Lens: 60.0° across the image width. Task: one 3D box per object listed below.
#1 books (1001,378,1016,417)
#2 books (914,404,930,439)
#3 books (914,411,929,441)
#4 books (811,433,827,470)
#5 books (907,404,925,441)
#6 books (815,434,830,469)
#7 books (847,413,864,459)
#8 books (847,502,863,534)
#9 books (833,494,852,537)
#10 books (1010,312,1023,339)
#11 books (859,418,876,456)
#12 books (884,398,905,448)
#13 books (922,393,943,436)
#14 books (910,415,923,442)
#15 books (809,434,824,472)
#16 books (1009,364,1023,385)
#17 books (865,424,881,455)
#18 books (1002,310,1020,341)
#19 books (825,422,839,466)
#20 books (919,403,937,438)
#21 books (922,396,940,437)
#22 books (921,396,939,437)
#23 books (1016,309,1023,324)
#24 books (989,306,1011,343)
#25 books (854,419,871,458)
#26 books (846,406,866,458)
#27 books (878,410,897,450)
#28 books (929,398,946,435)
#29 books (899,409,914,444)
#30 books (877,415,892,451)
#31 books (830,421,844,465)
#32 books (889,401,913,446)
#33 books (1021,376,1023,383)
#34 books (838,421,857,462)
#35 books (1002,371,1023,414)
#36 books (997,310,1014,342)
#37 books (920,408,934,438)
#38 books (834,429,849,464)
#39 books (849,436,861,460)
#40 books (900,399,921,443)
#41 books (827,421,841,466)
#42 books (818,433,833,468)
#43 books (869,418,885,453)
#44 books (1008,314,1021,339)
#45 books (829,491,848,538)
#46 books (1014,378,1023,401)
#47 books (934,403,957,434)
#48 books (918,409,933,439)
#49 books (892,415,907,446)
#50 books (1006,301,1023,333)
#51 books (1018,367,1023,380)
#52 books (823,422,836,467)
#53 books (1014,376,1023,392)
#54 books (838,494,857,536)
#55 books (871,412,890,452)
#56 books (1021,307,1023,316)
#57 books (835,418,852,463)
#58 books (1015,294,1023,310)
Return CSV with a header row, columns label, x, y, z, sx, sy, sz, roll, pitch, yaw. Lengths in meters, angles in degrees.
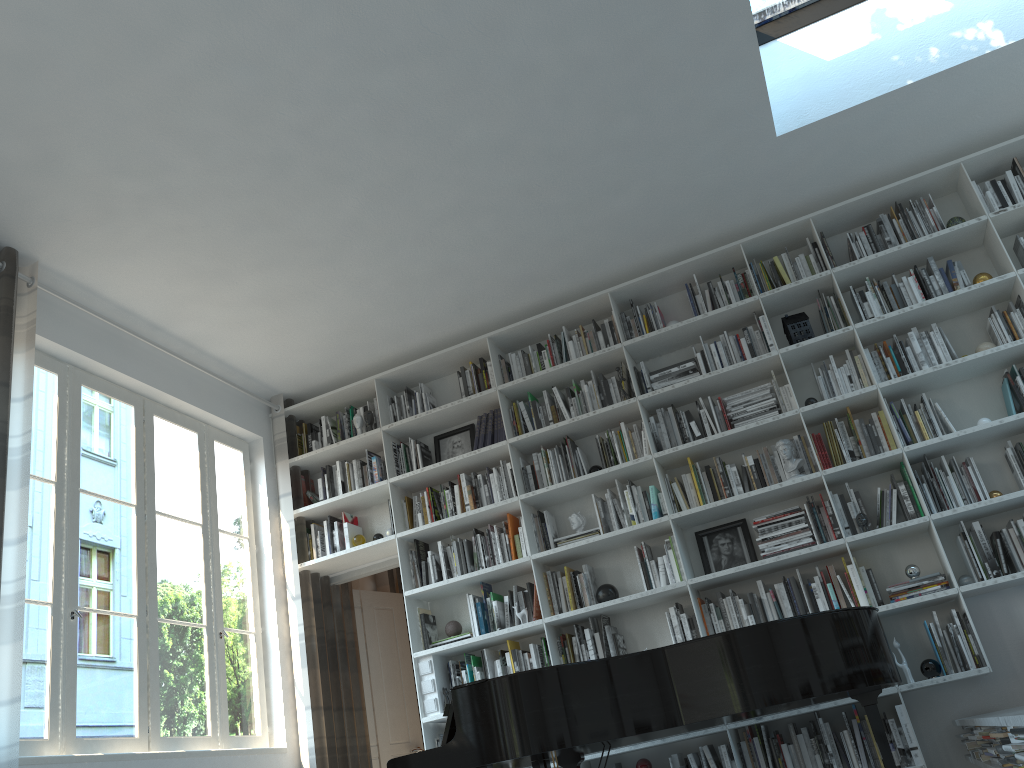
label,x,y,z,sx,sy,sz,roll,pitch,yaw
books,2.605,0.106,4.644,0.056,0.240,0.154,-19,-26,16
books,2.206,0.241,4.760,0.008,0.241,0.169,-19,-26,16
books,2.189,0.259,4.730,0.017,0.191,0.192,-19,-26,16
books,1.715,0.412,4.920,0.015,0.254,0.151,-19,-26,16
books,2.181,0.246,4.774,0.013,0.254,0.145,-19,-26,16
books,1.731,0.411,4.912,0.014,0.243,0.145,-19,-26,16
books,1.883,0.321,4.845,0.019,0.291,0.183,-19,-26,16
books,1.831,0.740,4.718,0.027,0.191,0.183,-19,-26,16
books,1.785,0.733,4.768,0.024,0.262,0.154,-19,-26,16
books,2.700,-0.263,4.734,0.013,0.201,0.174,-19,-26,16
books,1.936,0.325,4.817,0.027,0.241,0.189,-19,-26,16
books,2.075,0.245,4.800,0.006,0.317,0.165,-19,-26,16
books,2.256,0.203,4.753,0.013,0.286,0.159,-19,-26,16
books,2.172,0.276,4.760,0.014,0.191,0.147,-19,-26,16
books,1.701,0.417,4.922,0.014,0.253,0.161,-19,-26,16
books,2.675,0.056,4.636,0.013,0.294,0.154,-19,-26,16
books,1.965,0.337,4.810,0.034,0.203,0.182,-19,-26,16
books,2.676,-0.264,4.753,0.016,0.227,0.160,-19,-26,16
books,1.778,0.370,4.902,0.035,0.292,0.145,-19,-26,16
books,2.237,0.232,4.754,0.017,0.241,0.133,-19,-26,16
books,2.249,0.212,4.753,0.006,0.272,0.167,-19,-26,16
books,2.242,0.213,4.749,0.006,0.269,0.179,-19,-26,16
books,2.721,-0.277,4.718,0.013,0.203,0.174,-19,-26,16
books,2.628,-0.272,4.761,0.015,0.266,0.164,-19,-26,16
books,1.923,0.336,4.847,0.033,0.252,0.175,-19,-26,16
books,1.898,0.303,4.867,0.022,0.336,0.170,-19,-26,16
books,2.049,0.289,4.822,0.033,0.267,0.142,-19,-26,16
books,2.282,0.213,4.747,0.007,0.253,0.161,-19,-26,16
books,2.138,0.269,4.791,0.007,0.243,0.146,-19,-26,16
books,2.034,0.306,4.826,0.019,0.246,0.149,-19,-26,16
books,1.801,0.362,4.895,0.035,0.292,0.145,-19,-26,16
books,2.108,0.250,4.789,0.035,0.286,0.192,-19,-26,16
books,2.690,0.082,4.621,0.007,0.229,0.147,-19,-26,16
books,1.857,0.354,4.886,0.035,0.277,0.139,-19,-26,16
books,2.634,0.080,4.633,0.021,0.263,0.175,-19,-26,16
books,2.648,-0.263,4.762,0.016,0.242,0.152,-19,-26,16
books,2.225,0.246,4.741,0.007,0.211,0.158,-19,-26,16
books,1.821,0.379,4.869,0.015,0.230,0.180,-19,-26,16
books,1.890,0.390,4.862,0.030,0.180,0.132,-19,-26,16
books,2.143,0.235,4.761,0.013,0.277,0.192,-19,-26,16
books,1.784,0.361,4.886,0.035,0.292,0.145,-19,-26,16
books,1.749,0.409,4.918,0.013,0.245,0.177,-19,-26,16
books,1.992,0.320,4.827,0.028,0.238,0.146,-19,-26,16
books,2.693,-0.258,4.749,0.012,0.205,0.138,-19,-26,16
books,1.767,0.729,4.778,0.012,0.284,0.160,-19,-26,16
books,2.656,0.096,4.611,0.006,0.209,0.188,-19,-26,16
books,2.304,0.215,4.706,0.051,0.209,0.177,-19,-26,16
books,2.219,0.253,4.750,0.014,0.208,0.157,-19,-26,16
books,2.099,0.290,4.789,0.015,0.219,0.155,-19,-26,16
books,2.704,-0.296,4.733,0.016,0.255,0.176,-19,-26,16
books,2.693,0.058,4.611,0.018,0.262,0.165,-19,-26,16
books,1.762,0.370,4.896,0.035,0.292,0.145,-19,-26,16
books,2.664,0.088,4.610,0.013,0.218,0.188,-19,-26,16
books,1.808,0.728,4.756,0.028,0.252,0.143,-19,-26,16
books,2.009,0.299,4.822,0.032,0.265,0.143,-19,-26,16
books,2.745,-0.284,4.715,0.012,0.205,0.170,-19,-26,16
books,1.830,0.345,4.875,0.019,0.293,0.164,-19,-26,16
books,2.744,-0.321,4.721,0.005,0.276,0.183,-19,-26,16
